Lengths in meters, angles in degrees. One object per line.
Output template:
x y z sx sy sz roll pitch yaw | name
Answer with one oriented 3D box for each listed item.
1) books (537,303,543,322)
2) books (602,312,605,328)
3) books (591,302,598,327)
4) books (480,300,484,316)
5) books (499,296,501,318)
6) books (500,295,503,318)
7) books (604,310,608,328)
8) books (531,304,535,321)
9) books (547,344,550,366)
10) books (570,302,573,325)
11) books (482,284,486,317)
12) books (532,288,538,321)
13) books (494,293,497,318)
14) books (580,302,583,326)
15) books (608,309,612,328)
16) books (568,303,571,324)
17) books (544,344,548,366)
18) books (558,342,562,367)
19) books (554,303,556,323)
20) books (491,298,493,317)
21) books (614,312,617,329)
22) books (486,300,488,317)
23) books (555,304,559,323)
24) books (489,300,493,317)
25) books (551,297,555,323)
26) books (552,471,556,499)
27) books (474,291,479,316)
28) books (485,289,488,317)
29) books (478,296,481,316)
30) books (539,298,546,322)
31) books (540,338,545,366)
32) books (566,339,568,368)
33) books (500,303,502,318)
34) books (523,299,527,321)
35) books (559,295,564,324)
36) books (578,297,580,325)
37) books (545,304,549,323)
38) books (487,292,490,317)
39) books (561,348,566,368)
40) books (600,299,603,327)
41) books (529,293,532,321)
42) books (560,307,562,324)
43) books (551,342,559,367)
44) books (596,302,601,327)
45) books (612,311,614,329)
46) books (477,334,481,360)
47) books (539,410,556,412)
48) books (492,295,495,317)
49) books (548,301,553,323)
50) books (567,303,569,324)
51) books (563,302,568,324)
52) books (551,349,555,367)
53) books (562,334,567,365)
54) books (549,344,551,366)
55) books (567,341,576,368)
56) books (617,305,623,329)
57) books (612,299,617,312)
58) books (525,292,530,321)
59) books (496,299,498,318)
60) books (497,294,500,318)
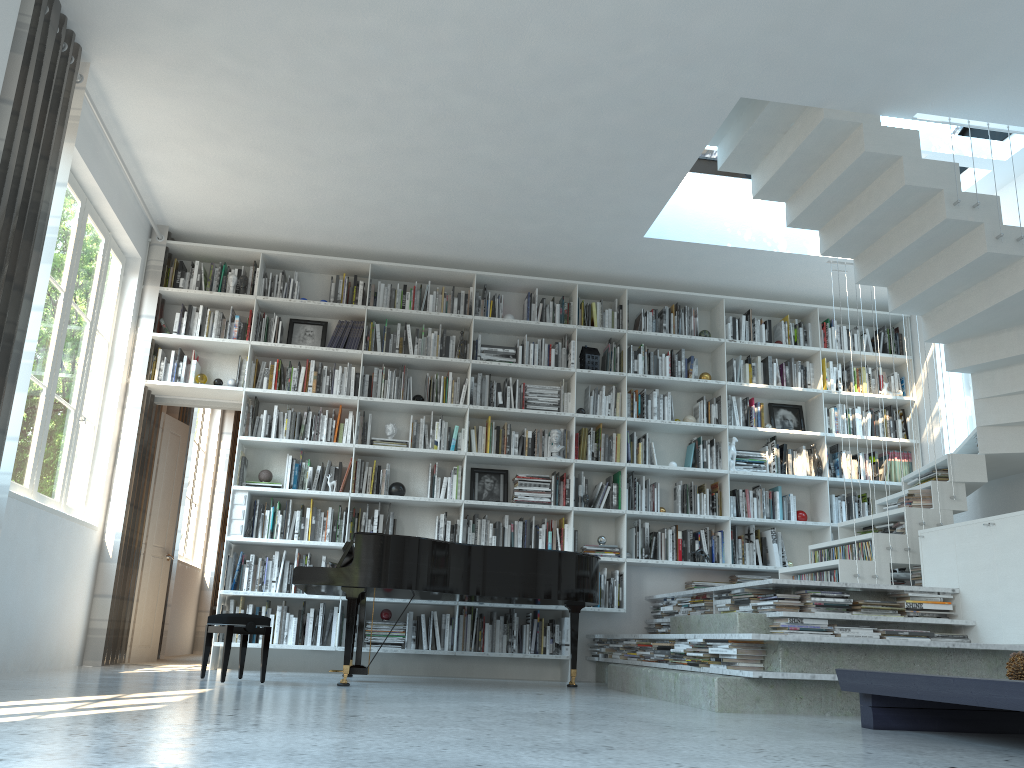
0.212 -0.543 7.332 0.050 0.210 0.173 5 -16 -8 | books
0.745 -0.486 7.398 0.022 0.179 0.173 5 -16 -8 | books
0.670 -0.529 7.397 0.054 0.254 0.191 5 -16 -8 | books
-0.254 -0.573 7.265 0.026 0.194 0.167 5 -16 -8 | books
-0.116 -0.583 7.311 0.013 0.249 0.148 5 -16 -8 | books
-0.092 -0.589 7.299 0.011 0.255 0.144 5 -16 -8 | books
0.769 -0.495 7.406 0.024 0.201 0.180 5 -16 -8 | books
0.160 -0.541 7.341 0.031 0.208 0.147 5 -16 -8 | books
0.286 -0.192 7.254 0.010 0.229 0.152 5 -16 -8 | books
0.480 -0.540 7.390 0.022 0.256 0.137 5 -16 -8 | books
-0.234 -0.638 7.300 0.014 0.340 0.145 5 -16 -8 | books
0.186 -0.605 7.339 0.010 0.330 0.186 5 -16 -8 | books
-0.147 -0.596 7.296 0.013 0.263 0.147 5 -16 -8 | books
0.566 -0.533 7.370 0.007 0.238 0.192 5 -16 -8 | books
0.797 -0.499 7.407 0.031 0.212 0.170 5 -16 -8 | books
0.464 -0.534 7.379 0.014 0.238 0.153 5 -16 -8 | books
0.260 -0.193 7.237 0.023 0.222 0.191 5 -16 -8 | books
0.376 -0.198 7.276 0.029 0.260 0.133 5 -16 -8 | books
0.336 -0.536 7.349 0.012 0.216 0.180 5 -16 -8 | books
-0.173 -0.577 7.307 0.006 0.232 0.136 5 -16 -8 | books
0.845 -0.482 7.424 0.022 0.193 0.182 5 -16 -8 | books
-0.215 -0.569 7.292 0.011 0.205 0.146 5 -16 -8 | books
0.356 -0.532 7.334 0.023 0.201 0.193 5 -16 -8 | books
-0.186 -0.566 7.281 0.023 0.195 0.172 5 -16 -8 | books
0.328 -0.566 7.345 0.010 0.269 0.180 5 -16 -8 | books
0.327 0.847 7.003 0.011 0.298 0.130 5 -16 -8 | books
-0.300 -0.607 7.260 0.026 0.252 0.186 5 -16 -8 | books
-0.222 -0.617 7.291 0.010 0.295 0.153 5 -16 -8 | books
-0.280 -0.587 7.278 0.023 0.227 0.157 5 -16 -8 | books
0.249 -0.564 7.362 0.028 0.269 0.140 5 -16 -8 | books
0.237 -0.215 7.249 0.023 0.268 0.185 5 -16 -8 | books
0.435 -0.208 7.301 0.010 0.298 0.134 5 -16 -8 | books
-0.105 -0.554 7.294 0.010 0.186 0.153 5 -16 -8 | books
0.106 -0.564 7.336 0.012 0.244 0.151 5 -16 -8 | books
0.410 -0.570 7.386 0.012 0.307 0.138 5 -16 -8 | books
0.541 -0.558 7.392 0.007 0.297 0.181 5 -16 -8 | books
0.281 -0.534 7.339 0.033 0.202 0.167 5 -16 -8 | books
-0.199 -0.604 7.276 0.011 0.264 0.164 5 -16 -8 | books
0.406 -0.171 7.259 0.029 0.202 0.192 5 -16 -8 | books
0.731 -0.543 7.415 0.010 0.296 0.168 5 -16 -8 | books
0.143 -0.588 7.338 0.011 0.295 0.157 5 -16 -8 | books
0.394 -0.519 7.377 0.014 0.204 0.135 5 -16 -8 | books
0.349 -0.198 7.255 0.032 0.247 0.174 5 -16 -8 | books
0.708 -0.529 7.425 0.030 0.273 0.152 5 -16 -8 | books
0.821 -0.487 7.429 0.025 0.203 0.162 5 -16 -8 | books
-0.276 -0.252 7.158 0.021 0.248 0.192 5 -16 -8 | books
0.229 0.239 7.131 0.254 0.012 0.161 4 -16 -5 | books
-0.161 -0.587 7.298 0.014 0.247 0.139 5 -16 -8 | books
0.308 -0.547 7.352 0.023 0.236 0.154 5 -16 -8 | books
0.449 -0.535 7.386 0.014 0.243 0.145 5 -16 -8 | books
0.430 -0.540 7.373 0.028 0.243 0.161 5 -16 -8 | books
0.318 -0.172 7.243 0.029 0.187 0.176 5 -16 -8 | books
0.427 -0.230 7.288 0.012 0.333 0.156 5 -16 -8 | books
0.298 -0.192 7.250 0.012 0.230 0.159 5 -16 -8 | books
0.470 -0.198 7.218 0.037 0.236 0.273 5 -16 -8 | books
0.886 -0.512 7.423 0.029 0.252 0.187 5 -16 -8 | books
0.862 -0.541 7.461 0.012 0.328 0.129 5 -16 -8 | books
0.122 -0.591 7.327 0.014 0.291 0.176 5 -16 -8 | books
-0.133 -0.574 7.288 0.016 0.218 0.144 5 -16 -8 | books
-0.122 -0.591 7.292 0.005 0.254 0.168 5 -16 -8 | books
